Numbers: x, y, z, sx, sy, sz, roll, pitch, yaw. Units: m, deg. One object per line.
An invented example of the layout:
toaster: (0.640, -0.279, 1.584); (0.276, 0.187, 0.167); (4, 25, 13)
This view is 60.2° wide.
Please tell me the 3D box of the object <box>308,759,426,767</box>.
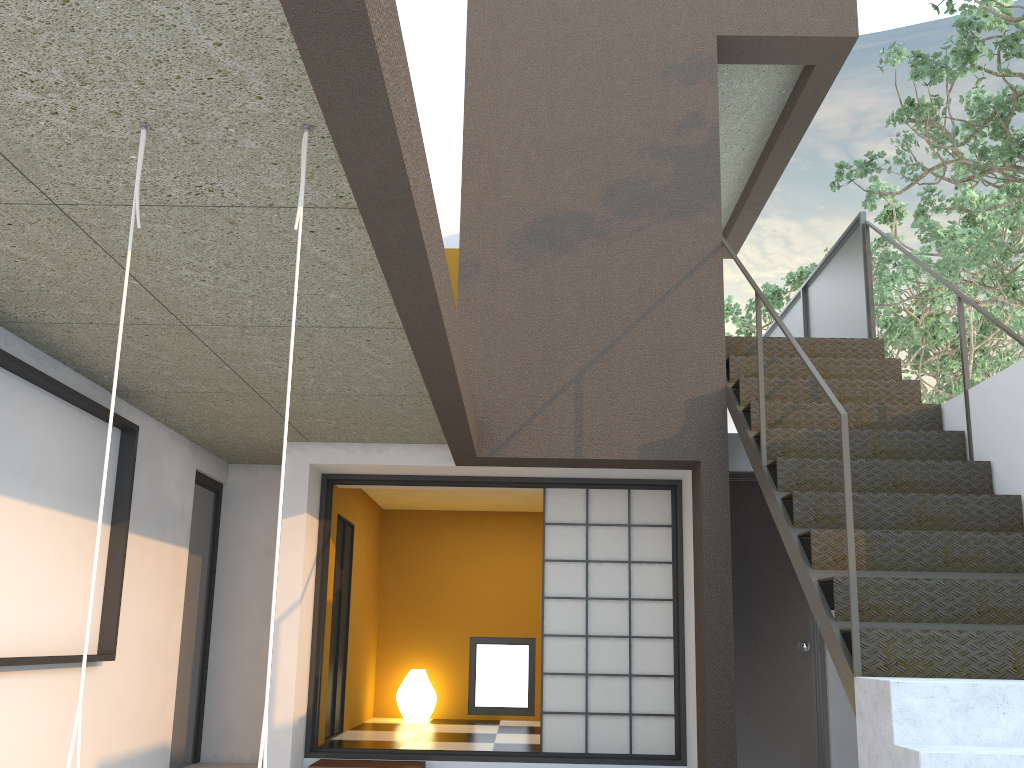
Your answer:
object: (-0.929, 2.505, 5.703); (0.703, 0.099, 0.357); (1, -16, 1)

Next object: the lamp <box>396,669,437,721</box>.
lamp: (-0.919, 3.001, 8.495); (0.387, 0.491, 0.402); (3, -13, -10)

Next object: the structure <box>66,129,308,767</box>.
structure: (-0.753, 0.231, 2.088); (0.462, 1.833, 0.131); (1, -11, 1)

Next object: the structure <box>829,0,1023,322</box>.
structure: (4.821, -1.530, 5.800); (4.346, 3.633, 5.845); (6, -16, -18)

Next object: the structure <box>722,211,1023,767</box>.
structure: (1.951, 0.609, 5.936); (1.158, 3.871, 6.684); (1, -15, 1)

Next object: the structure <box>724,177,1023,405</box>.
structure: (5.480, 0.235, 12.280); (5.524, 4.617, 7.429); (6, -16, -18)
